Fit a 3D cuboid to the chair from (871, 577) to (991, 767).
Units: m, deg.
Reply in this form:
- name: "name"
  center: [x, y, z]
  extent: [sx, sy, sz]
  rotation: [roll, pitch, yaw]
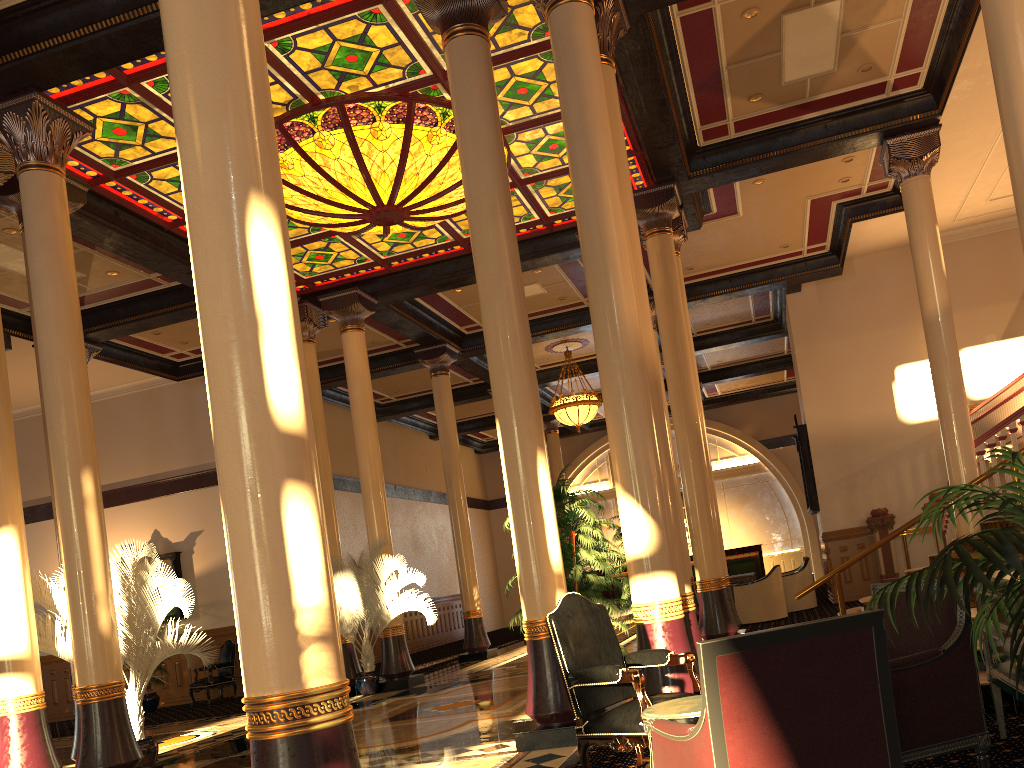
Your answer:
- name: "chair"
  center: [1.592, 1.364, 3.819]
  extent: [0.652, 0.911, 0.685]
  rotation: [-7, -7, -16]

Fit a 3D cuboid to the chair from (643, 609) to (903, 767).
- name: "chair"
  center: [0.856, 1.264, 2.921]
  extent: [0.692, 0.911, 0.645]
  rotation: [-7, -7, -16]

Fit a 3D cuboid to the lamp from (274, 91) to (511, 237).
- name: "lamp"
  center: [-1.459, -2.181, 9.875]
  extent: [2.962, 0.594, 3.093]
  rotation: [-12, -13, 12]

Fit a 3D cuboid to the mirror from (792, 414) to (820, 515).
- name: "mirror"
  center: [5.764, 1.572, 17.156]
  extent: [0.253, 1.966, 1.827]
  rotation: [-10, -8, 15]

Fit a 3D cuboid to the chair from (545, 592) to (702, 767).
- name: "chair"
  center: [0.659, 1.623, 4.671]
  extent: [0.730, 1.088, 0.763]
  rotation: [-12, -7, 29]

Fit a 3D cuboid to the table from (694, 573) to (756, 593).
- name: "table"
  center: [4.017, 3.996, 16.198]
  extent: [1.093, 0.763, 1.686]
  rotation: [-11, -12, 14]

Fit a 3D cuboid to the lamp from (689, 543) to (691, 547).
- name: "lamp"
  center: [5.339, 4.739, 25.292]
  extent: [0.434, 0.439, 0.419]
  rotation: [-4, -9, -30]

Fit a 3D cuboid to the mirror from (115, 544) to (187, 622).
- name: "mirror"
  center: [-6.930, 3.833, 16.685]
  extent: [1.369, 1.540, 0.204]
  rotation: [-11, -3, 13]

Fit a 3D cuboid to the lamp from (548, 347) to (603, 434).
- name: "lamp"
  center: [1.315, 0.138, 18.671]
  extent: [1.179, 1.888, 1.216]
  rotation: [-10, -6, 9]

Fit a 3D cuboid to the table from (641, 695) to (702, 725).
- name: "table"
  center: [0.827, 1.644, 3.719]
  extent: [0.494, 0.551, 0.474]
  rotation: [-4, -9, -35]

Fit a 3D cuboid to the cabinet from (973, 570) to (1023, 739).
- name: "cabinet"
  center: [2.538, 1.263, 3.907]
  extent: [0.543, 0.854, 1.295]
  rotation: [-10, -10, 15]

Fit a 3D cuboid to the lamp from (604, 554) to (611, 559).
- name: "lamp"
  center: [2.840, 5.272, 25.879]
  extent: [0.434, 0.439, 0.419]
  rotation: [-4, -9, -30]

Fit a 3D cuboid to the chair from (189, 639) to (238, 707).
- name: "chair"
  center: [-5.354, 5.175, 15.582]
  extent: [0.724, 1.088, 0.769]
  rotation: [-14, -8, 39]

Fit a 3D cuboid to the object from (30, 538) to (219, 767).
- name: "object"
  center: [-3.519, 2.570, 8.351]
  extent: [2.046, 2.236, 1.847]
  rotation: [-9, -7, 2]

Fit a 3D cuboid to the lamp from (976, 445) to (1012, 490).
- name: "lamp"
  center: [6.295, 1.825, 11.141]
  extent: [0.582, 1.994, 0.583]
  rotation: [-9, -4, -4]

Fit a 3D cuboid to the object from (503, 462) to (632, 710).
- name: "object"
  center: [0.509, 1.707, 7.167]
  extent: [1.103, 2.131, 1.025]
  rotation: [-6, -5, -27]

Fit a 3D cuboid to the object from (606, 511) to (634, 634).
- name: "object"
  center: [1.735, 2.481, 11.190]
  extent: [1.032, 2.131, 1.096]
  rotation: [-9, -5, 3]

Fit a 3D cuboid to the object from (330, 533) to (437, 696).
- name: "object"
  center: [-1.909, 3.268, 12.359]
  extent: [1.799, 2.250, 2.133]
  rotation: [-11, -8, 17]

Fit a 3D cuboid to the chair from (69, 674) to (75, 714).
- name: "chair"
  center: [-7.320, 5.537, 15.430]
  extent: [0.631, 0.911, 0.707]
  rotation: [-13, -8, 34]

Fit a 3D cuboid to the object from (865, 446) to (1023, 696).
- name: "object"
  center: [1.740, 0.806, 2.677]
  extent: [1.112, 1.422, 1.022]
  rotation: [-15, -9, 43]

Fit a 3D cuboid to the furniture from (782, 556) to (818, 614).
- name: "furniture"
  center: [5.295, 3.797, 16.482]
  extent: [0.798, 0.931, 2.235]
  rotation: [-11, -12, 15]

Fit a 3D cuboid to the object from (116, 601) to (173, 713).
- name: "object"
  center: [-6.743, 4.946, 15.938]
  extent: [1.103, 2.131, 1.025]
  rotation: [-6, -5, -27]

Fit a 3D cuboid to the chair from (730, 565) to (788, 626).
- name: "chair"
  center: [4.189, 3.543, 14.627]
  extent: [0.757, 0.903, 0.988]
  rotation: [-14, -10, 34]
